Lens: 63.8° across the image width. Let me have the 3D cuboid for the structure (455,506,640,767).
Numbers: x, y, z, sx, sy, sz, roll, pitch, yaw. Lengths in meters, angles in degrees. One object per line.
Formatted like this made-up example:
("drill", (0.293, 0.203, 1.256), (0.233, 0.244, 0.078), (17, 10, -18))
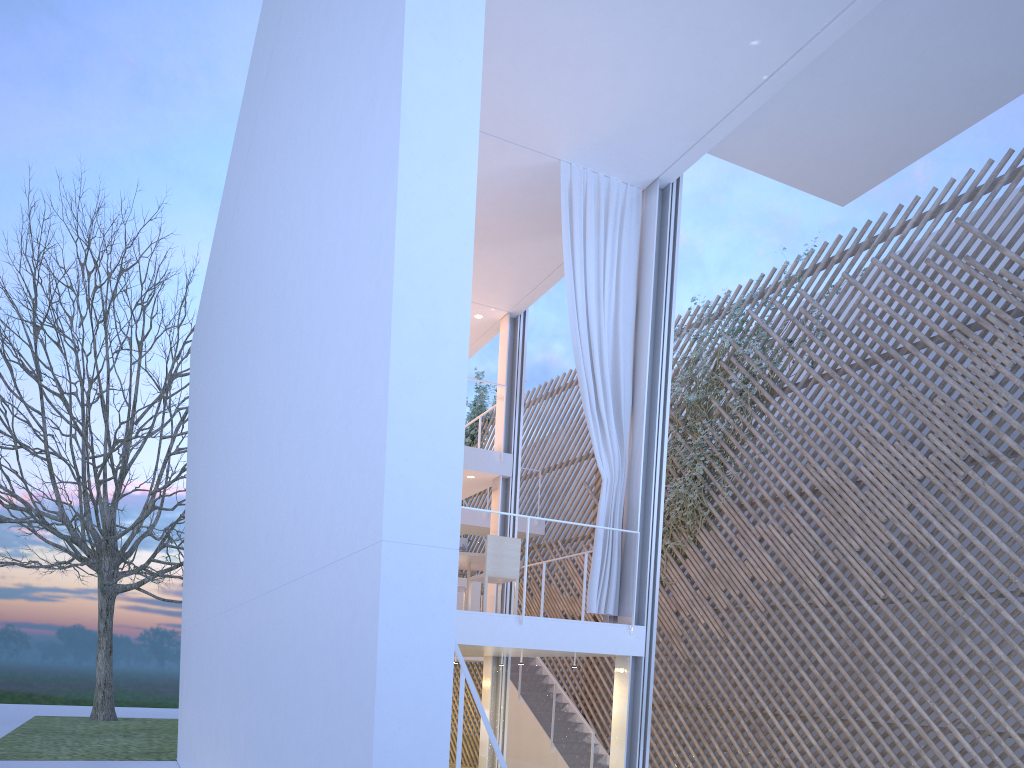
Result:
("structure", (0.314, 1.313, 3.491), (1.385, 1.723, 1.482), (6, -8, -24))

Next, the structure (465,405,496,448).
("structure", (-0.396, 0.619, 6.980), (0.028, 0.525, 1.778), (2, -16, -25))

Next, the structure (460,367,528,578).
("structure", (-1.099, 2.313, 10.818), (1.126, 4.365, 3.383), (2, -5, -27))

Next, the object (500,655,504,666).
("object", (-0.067, 1.869, 5.569), (0.029, 0.077, 0.029), (3, 0, -13))

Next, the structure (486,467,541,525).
("structure", (-0.237, 1.052, 8.165), (1.161, 0.548, 0.027), (10, -1, -25))

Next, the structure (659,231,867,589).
("structure", (1.650, 0.525, 6.445), (0.749, 2.625, 2.413), (2, -6, -33))

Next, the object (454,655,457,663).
("object", (-0.370, 1.802, 5.426), (0.029, 0.077, 0.029), (3, 0, -13))

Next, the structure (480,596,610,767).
("structure", (0.138, 2.828, 7.505), (1.203, 1.885, 2.016), (5, -9, -31))

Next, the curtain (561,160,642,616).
("curtain", (0.423, 0.059, 4.371), (0.519, 2.347, 0.096), (2, 3, -28))

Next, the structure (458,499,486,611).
("structure", (-0.537, 2.072, 9.290), (0.541, 1.821, 1.282), (2, -4, -30))

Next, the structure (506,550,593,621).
("structure", (0.323, 1.400, 5.366), (0.028, 0.525, 1.776), (2, -16, -25))

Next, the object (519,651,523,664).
("object", (0.053, 1.503, 4.524), (0.029, 0.077, 0.029), (3, 0, -13))

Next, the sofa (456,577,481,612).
("sofa", (-0.652, 1.631, 6.032), (0.508, 0.349, 1.028), (8, -18, -23))

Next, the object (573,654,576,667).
("object", (-0.809, 2.034, 5.111), (1.707, 0.778, 1.919), (11, -18, -26))

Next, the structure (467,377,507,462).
("structure", (-0.136, 0.917, 4.057), (1.750, 3.175, 3.788), (4, -10, -24))
